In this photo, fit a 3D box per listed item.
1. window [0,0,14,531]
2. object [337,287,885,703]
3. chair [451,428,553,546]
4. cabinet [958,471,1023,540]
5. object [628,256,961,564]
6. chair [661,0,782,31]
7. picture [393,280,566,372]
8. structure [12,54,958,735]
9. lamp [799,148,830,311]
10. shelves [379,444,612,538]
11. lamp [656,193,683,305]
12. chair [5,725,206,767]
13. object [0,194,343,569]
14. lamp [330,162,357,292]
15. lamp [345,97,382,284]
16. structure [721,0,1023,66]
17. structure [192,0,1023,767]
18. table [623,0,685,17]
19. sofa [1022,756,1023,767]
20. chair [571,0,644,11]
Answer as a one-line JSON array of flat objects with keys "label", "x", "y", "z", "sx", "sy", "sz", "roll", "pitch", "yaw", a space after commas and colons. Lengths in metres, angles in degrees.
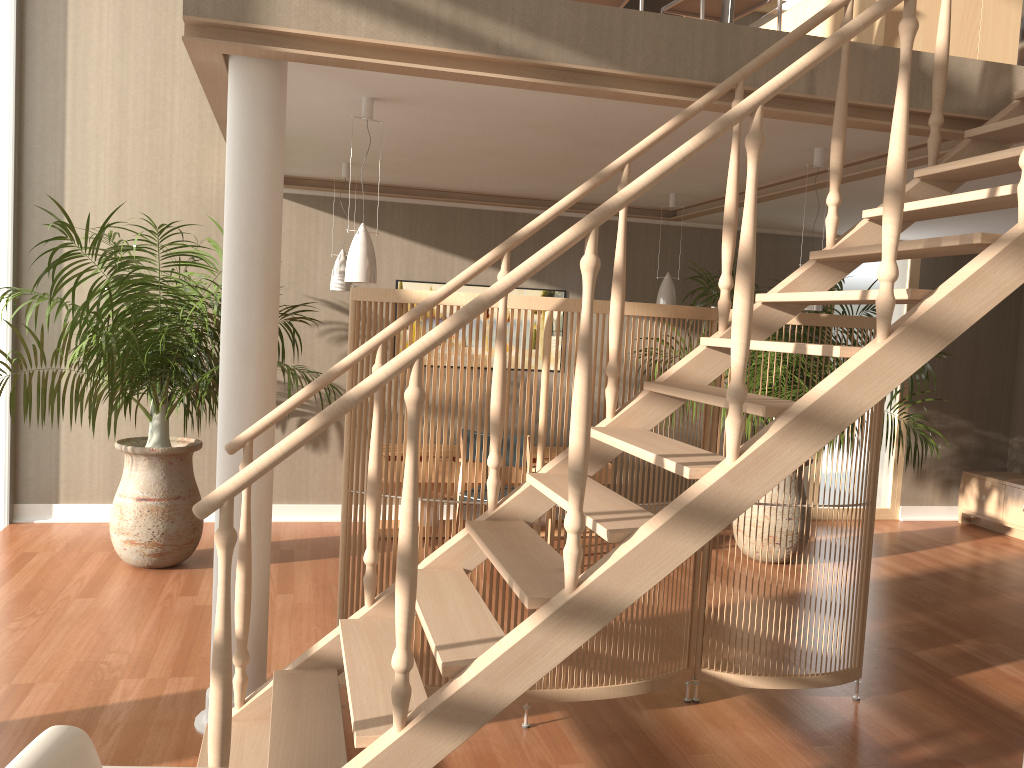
[{"label": "window", "x": -2.892, "y": -1.309, "z": 4.186, "sx": 0.020, "sy": 5.200, "sz": 3.340, "roll": 2, "pitch": 4, "yaw": -14}, {"label": "object", "x": 0.460, "y": 0.455, "z": 3.494, "sx": 2.229, "sy": 1.542, "sz": 0.233, "roll": 2, "pitch": 4, "yaw": -9}, {"label": "chair", "x": -0.051, "y": 0.715, "z": 5.713, "sx": 0.582, "sy": 0.856, "sz": 0.509, "roll": 5, "pitch": 4, "yaw": 26}, {"label": "cabinet", "x": 4.372, "y": 1.069, "z": 6.886, "sx": 0.500, "sy": 0.458, "sz": 1.911, "roll": 2, "pitch": 4, "yaw": -14}, {"label": "object", "x": 1.828, "y": 0.279, "z": 6.144, "sx": 2.157, "sy": 2.304, "sz": 2.109, "roll": 1, "pitch": 4, "yaw": -25}, {"label": "chair", "x": 1.002, "y": -1.812, "z": 4.306, "sx": 0.430, "sy": 0.796, "sz": 0.496, "roll": 2, "pitch": 4, "yaw": -19}, {"label": "picture", "x": -0.235, "y": -0.432, "z": 6.726, "sx": 1.317, "sy": 0.633, "sz": 0.010, "roll": 2, "pitch": 4, "yaw": -14}, {"label": "structure", "x": 2.865, "y": 0.205, "z": 3.234, "sx": 10.775, "sy": 2.533, "sz": 8.342, "roll": 2, "pitch": 4, "yaw": -14}, {"label": "lamp", "x": 1.501, "y": -0.767, "z": 4.414, "sx": 0.139, "sy": 0.800, "sz": 0.139, "roll": 5, "pitch": 4, "yaw": 22}, {"label": "shelves", "x": -0.154, "y": 0.784, "z": 6.401, "sx": 1.600, "sy": 0.590, "sz": 0.658, "roll": 2, "pitch": 4, "yaw": -14}, {"label": "lamp", "x": 1.087, "y": -0.910, "z": 6.115, "sx": 0.139, "sy": 0.800, "sz": 0.139, "roll": 0, "pitch": 5, "yaw": -39}, {"label": "chair", "x": -0.573, "y": 1.046, "z": 1.460, "sx": 0.905, "sy": 0.740, "sz": 0.900, "roll": 3, "pitch": 4, "yaw": -4}, {"label": "object", "x": -2.100, "y": 0.135, "z": 5.198, "sx": 2.109, "sy": 2.304, "sz": 2.157, "roll": 2, "pitch": 4, "yaw": -21}, {"label": "lamp", "x": -1.060, "y": -0.988, "z": 5.587, "sx": 0.139, "sy": 0.800, "sz": 0.139, "roll": 0, "pitch": 5, "yaw": -39}, {"label": "lamp", "x": -0.646, "y": -0.845, "z": 3.885, "sx": 0.139, "sy": 0.800, "sz": 0.139, "roll": 3, "pitch": 4, "yaw": 1}, {"label": "structure", "x": 0.159, "y": -1.950, "z": 4.907, "sx": 3.300, "sy": 0.900, "sz": 3.475, "roll": 2, "pitch": 4, "yaw": -14}, {"label": "structure", "x": 0.703, "y": -0.404, "z": 2.786, "sx": 3.150, "sy": 3.578, "sz": 1.000, "roll": 2, "pitch": 4, "yaw": -14}, {"label": "table", "x": 0.177, "y": -1.867, "z": 4.886, "sx": 1.800, "sy": 0.740, "sz": 0.900, "roll": 2, "pitch": 4, "yaw": -14}, {"label": "sofa", "x": 1.906, "y": 1.177, "z": 1.480, "sx": 0.905, "sy": 0.740, "sz": 1.781, "roll": 2, "pitch": 4, "yaw": -14}, {"label": "chair", "x": 0.371, "y": -1.846, "z": 4.306, "sx": 0.430, "sy": 0.796, "sz": 0.496, "roll": 2, "pitch": 4, "yaw": -9}]
